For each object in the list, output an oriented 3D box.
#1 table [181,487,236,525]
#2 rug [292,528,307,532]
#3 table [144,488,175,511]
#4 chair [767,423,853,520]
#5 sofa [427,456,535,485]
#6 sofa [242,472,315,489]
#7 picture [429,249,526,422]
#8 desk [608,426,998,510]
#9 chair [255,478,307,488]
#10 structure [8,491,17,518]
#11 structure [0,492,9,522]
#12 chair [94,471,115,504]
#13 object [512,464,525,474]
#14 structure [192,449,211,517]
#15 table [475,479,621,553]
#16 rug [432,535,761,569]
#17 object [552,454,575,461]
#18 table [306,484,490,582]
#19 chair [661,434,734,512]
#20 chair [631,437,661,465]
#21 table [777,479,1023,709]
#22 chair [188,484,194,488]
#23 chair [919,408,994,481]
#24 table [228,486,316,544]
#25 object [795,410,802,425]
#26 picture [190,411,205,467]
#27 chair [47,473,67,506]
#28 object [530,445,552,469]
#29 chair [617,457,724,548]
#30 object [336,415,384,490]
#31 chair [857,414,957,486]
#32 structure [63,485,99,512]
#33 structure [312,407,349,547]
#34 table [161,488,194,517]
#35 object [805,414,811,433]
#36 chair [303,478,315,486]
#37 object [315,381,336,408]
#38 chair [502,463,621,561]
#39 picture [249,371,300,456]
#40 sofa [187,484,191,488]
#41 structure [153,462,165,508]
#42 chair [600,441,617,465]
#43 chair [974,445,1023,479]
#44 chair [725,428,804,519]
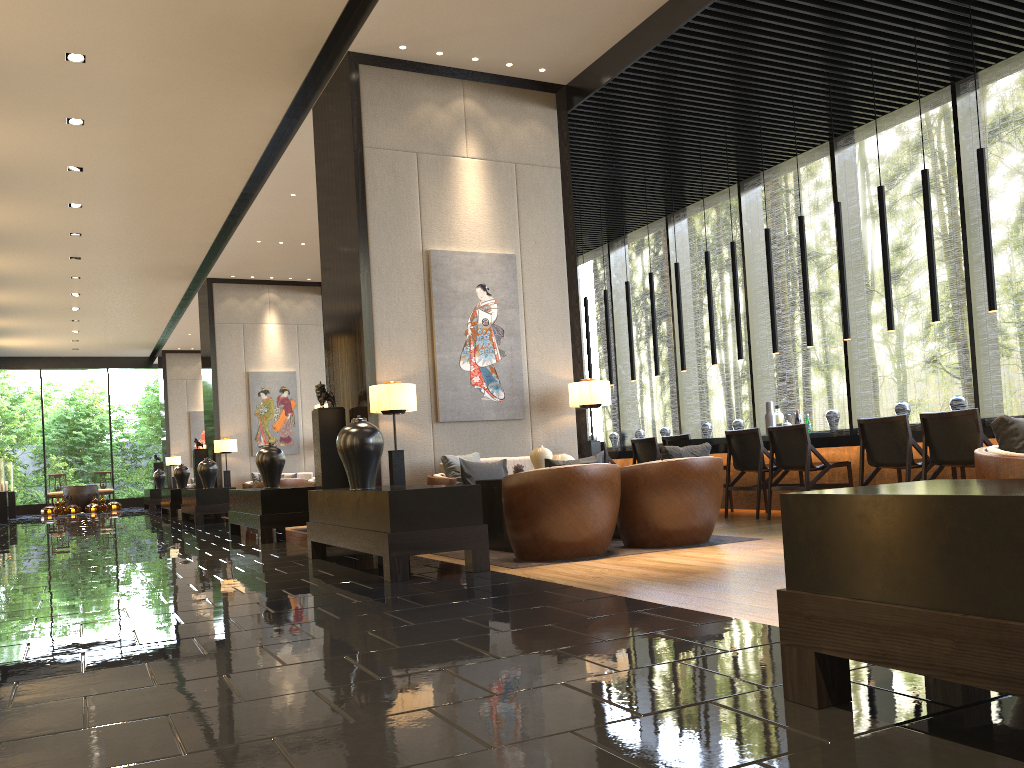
[{"bbox_3d":[-4.812,1.909,14.024,0.619,0.512,1.967,-2,-5,-26],"label":"table"},{"bbox_3d":[-1.256,1.609,10.093,2.039,0.008,2.250,-1,-6,-26],"label":"rug"},{"bbox_3d":[-8.782,2.862,22.070,0.619,0.512,1.967,-2,-5,-26],"label":"table"},{"bbox_3d":[2.582,0.765,7.763,0.562,0.825,0.527,-2,-3,-26],"label":"chair"},{"bbox_3d":[-0.035,0.962,7.493,1.447,0.692,0.605,-1,-4,-26],"label":"sofa"},{"bbox_3d":[-3.955,1.902,15.440,1.447,0.692,0.605,-1,-4,-26],"label":"sofa"},{"bbox_3d":[-0.301,-0.425,7.856,0.834,1.499,0.037,-2,-2,-26],"label":"picture"},{"bbox_3d":[0.260,1.427,13.311,1.778,0.758,28.840,-1,-6,-26],"label":"desk"},{"bbox_3d":[-3.547,1.771,13.726,0.803,0.603,0.608,-2,-4,-26],"label":"chair"},{"bbox_3d":[-12.539,3.004,21.964,0.402,0.656,0.403,-2,-3,-26],"label":"structure"},{"bbox_3d":[-11.242,2.693,19.334,0.402,0.656,0.403,-2,-3,-26],"label":"structure"},{"bbox_3d":[-11.332,2.960,24.571,0.520,1.074,0.538,-2,-3,-26],"label":"chair"},{"bbox_3d":[0.052,0.657,6.720,0.091,0.111,0.092,-5,-3,26],"label":"object"},{"bbox_3d":[-5.551,1.771,15.848,0.240,1.215,0.241,-3,-2,-26],"label":"structure"},{"bbox_3d":[0.327,0.959,6.745,1.041,0.516,0.577,-1,-4,-26],"label":"table"},{"bbox_3d":[0.389,1.214,6.757,1.956,0.008,2.250,-1,-6,-26],"label":"rug"},{"bbox_3d":[0.376,0.625,6.845,0.245,0.167,0.246,-2,-4,-24],"label":"object"},{"bbox_3d":[-0.854,0.960,6.000,0.619,0.512,1.967,-2,-5,-26],"label":"table"},{"bbox_3d":[1.880,0.933,9.185,0.562,0.825,0.527,-2,-3,-26],"label":"chair"},{"bbox_3d":[1.626,0.994,9.700,0.562,0.825,0.527,-2,-3,-26],"label":"chair"},{"bbox_3d":[1.375,0.425,1.482,0.619,0.512,1.967,-2,-5,-26],"label":"table"},{"bbox_3d":[-7.535,2.728,21.810,0.803,0.603,0.608,-2,-4,-26],"label":"chair"},{"bbox_3d":[3.284,0.596,6.341,0.562,0.825,0.527,-2,-3,-26],"label":"chair"},{"bbox_3d":[-2.562,1.370,9.464,0.619,0.512,1.967,-2,-5,-26],"label":"table"},{"bbox_3d":[2.935,0.390,9.084,0.067,0.237,0.067,-2,-2,-33],"label":"object"},{"bbox_3d":[-8.232,1.478,23.933,0.834,1.499,0.037,-2,-2,-26],"label":"picture"},{"bbox_3d":[-12.342,2.976,24.070,0.520,1.074,0.538,-2,-3,-26],"label":"chair"},{"bbox_3d":[0.223,0.584,6.709,0.171,0.235,0.171,-4,-3,9],"label":"object"},{"bbox_3d":[1.140,0.818,6.159,0.803,0.603,0.608,-2,-4,-26],"label":"chair"},{"bbox_3d":[-1.004,0.454,5.880,0.311,0.492,0.312,-3,-3,-8],"label":"object"},{"bbox_3d":[3.030,0.657,6.856,0.562,0.825,0.527,-2,-3,-26],"label":"chair"},{"bbox_3d":[-11.533,3.074,23.699,0.873,0.708,0.877,0,-5,-38],"label":"structure"},{"bbox_3d":[-1.593,0.821,7.824,0.240,1.215,0.241,-3,-2,-26],"label":"structure"},{"bbox_3d":[-6.521,2.319,17.488,0.619,0.512,1.967,-2,-5,-26],"label":"table"},{"bbox_3d":[3.038,0.405,9.090,0.056,0.197,0.056,-3,-2,-25],"label":"object"},{"bbox_3d":[-2.105,1.408,10.610,0.803,0.603,0.608,-2,-4,-26],"label":"chair"},{"bbox_3d":[-1.655,0.099,7.841,0.176,0.245,0.116,-2,-3,-26],"label":"object"},{"bbox_3d":[0.374,0.830,5.779,0.803,0.603,0.608,-2,-4,-26],"label":"chair"},{"bbox_3d":[-4.252,0.523,15.865,0.834,1.499,0.037,-2,-2,-26],"label":"picture"},{"bbox_3d":[-7.943,2.859,23.524,1.447,0.692,0.605,-1,-4,-26],"label":"sofa"},{"bbox_3d":[-9.521,2.723,23.894,0.240,1.215,0.241,-3,-2,-26],"label":"structure"},{"bbox_3d":[1.179,1.101,10.608,0.562,0.825,0.527,-2,-3,-26],"label":"chair"},{"bbox_3d":[1.794,0.472,2.707,0.803,0.603,0.608,-2,-4,-26],"label":"chair"},{"bbox_3d":[2.328,0.825,8.278,0.562,0.825,0.527,-2,-3,-26],"label":"chair"}]
